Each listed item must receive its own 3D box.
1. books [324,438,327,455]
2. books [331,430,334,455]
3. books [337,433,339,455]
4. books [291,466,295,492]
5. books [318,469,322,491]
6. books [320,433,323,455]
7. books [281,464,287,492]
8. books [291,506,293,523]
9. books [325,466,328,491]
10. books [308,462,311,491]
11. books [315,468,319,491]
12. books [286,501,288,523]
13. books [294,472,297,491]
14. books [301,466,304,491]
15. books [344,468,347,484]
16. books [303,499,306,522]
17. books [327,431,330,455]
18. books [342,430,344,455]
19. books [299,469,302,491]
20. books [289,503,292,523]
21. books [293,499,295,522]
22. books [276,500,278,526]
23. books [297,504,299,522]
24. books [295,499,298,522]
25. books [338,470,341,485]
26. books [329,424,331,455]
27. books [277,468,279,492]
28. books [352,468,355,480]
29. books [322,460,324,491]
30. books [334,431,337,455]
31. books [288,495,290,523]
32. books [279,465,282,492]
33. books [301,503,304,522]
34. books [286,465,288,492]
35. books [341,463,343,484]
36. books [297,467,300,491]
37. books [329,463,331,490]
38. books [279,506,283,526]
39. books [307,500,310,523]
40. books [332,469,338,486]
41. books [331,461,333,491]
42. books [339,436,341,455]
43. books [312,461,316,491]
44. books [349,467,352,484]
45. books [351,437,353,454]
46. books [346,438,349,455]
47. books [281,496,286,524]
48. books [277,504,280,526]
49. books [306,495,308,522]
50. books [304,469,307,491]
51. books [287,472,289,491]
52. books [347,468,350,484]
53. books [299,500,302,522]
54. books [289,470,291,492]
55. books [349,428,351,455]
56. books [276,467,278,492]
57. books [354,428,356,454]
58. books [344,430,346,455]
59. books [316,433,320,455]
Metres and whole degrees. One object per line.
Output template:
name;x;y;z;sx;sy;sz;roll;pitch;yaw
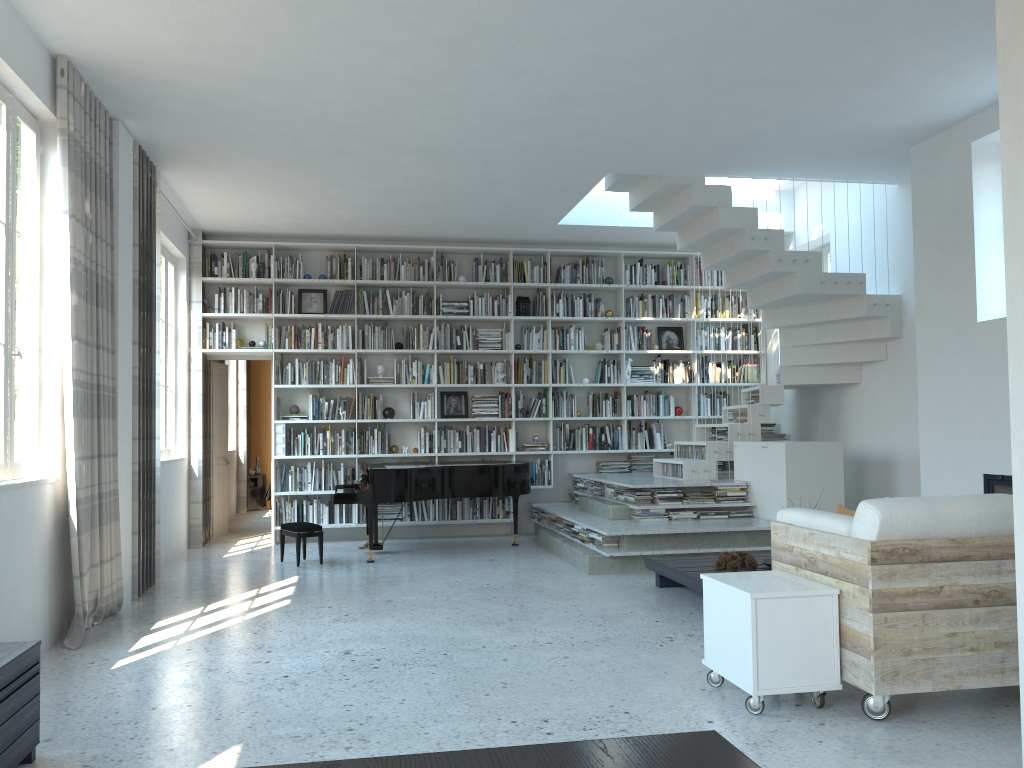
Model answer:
books;-1.974;0.660;9.390;0.029;0.181;0.190;0;-3;-11
books;-1.903;0.620;9.404;0.028;0.260;0.181;0;-3;-11
books;-1.852;0.637;9.433;0.025;0.229;0.153;0;-3;-11
books;-2.300;0.992;9.322;0.029;0.266;0.171;0;-3;-11
books;-2.032;1.012;9.385;0.028;0.224;0.134;0;-3;-11
books;-2.017;0.637;9.393;0.027;0.230;0.159;0;-3;-11
books;-2.395;0.983;9.300;0.052;0.283;0.172;0;-3;-11
books;-2.303;1.382;9.316;0.022;0.186;0.145;0;-3;-11
books;-1.967;0.998;9.403;0.029;0.254;0.153;0;-3;-11
books;-2.139;0.975;9.367;0.027;0.299;0.142;0;-2;-11
books;-2.061;1.006;9.384;0.031;0.238;0.132;0;-2;-11
books;-2.358;1.352;9.308;0.024;0.246;0.143;0;-3;-11
books;-2.276;1.026;9.347;0.025;0.200;0.137;0;-3;-11
books;-2.204;0.996;9.334;0.013;0.257;0.189;0;-3;-11
books;-1.769;1.011;9.445;0.030;0.227;0.140;0;-3;-11
books;-2.179;1.346;9.342;0.027;0.256;0.160;0;-3;-11
books;-1.950;0.624;9.406;0.026;0.254;0.176;0;-3;-11
books;-1.793;0.617;9.425;0.021;0.265;0.185;0;-3;-11
books;-2.224;1.013;9.327;0.028;0.223;0.189;0;-3;-11
books;-2.323;1.362;9.306;0.022;0.226;0.154;0;-3;-11
books;-2.283;1.343;9.302;0.013;0.261;0.174;0;-3;-11
books;-2.464;1.349;9.293;0.012;0.254;0.161;0;-3;-11
books;-2.246;1.372;9.329;0.022;0.205;0.158;0;-3;-11
books;-2.266;1.341;9.311;0.023;0.266;0.177;0;-3;-11
books;-1.834;1.023;9.433;0.030;0.203;0.142;0;-3;-11
books;-1.929;0.590;9.409;0.021;0.322;0.172;0;-2;-11
books;-2.446;1.006;9.297;0.029;0.239;0.154;0;-3;-11
books;-1.689;1.008;9.444;0.030;0.230;0.151;0;-3;-11
books;-1.995;0.961;9.372;0.014;0.325;0.170;0;-2;-11
books;-1.876;0.626;9.414;0.028;0.249;0.159;0;-3;-11
books;-2.340;1.316;9.310;0.011;0.318;0.157;0;-2;-11
books;-2.424;0.986;9.286;0.011;0.277;0.189;0;-3;-11
books;-2.202;1.364;9.331;0.022;0.221;0.163;0;-3;-11
books;-2.368;0.989;9.325;0.010;0.273;0.150;0;-2;-11
books;-1.806;0.980;9.431;0.025;0.287;0.130;0;-2;-11
books;-2.254;1.002;9.356;0.022;0.248;0.134;0;-2;-11
books;-1.927;0.979;9.401;0.022;0.290;0.137;0;-2;-11
books;-2.416;1.379;9.274;0.029;0.190;0.176;0;-3;-11
books;-2.143;1.352;9.355;0.022;0.246;0.135;0;-2;-11
books;-1.874;1.016;9.407;0.059;0.216;0.177;0;-3;-11
books;-1.909;0.973;9.400;0.013;0.301;0.172;0;-3;-11
books;-1.829;0.654;9.439;0.023;0.194;0.140;0;-3;-11
books;-2.092;0.970;9.358;0.039;0.307;0.172;0;-3;-11
books;-1.718;1.006;9.448;0.026;0.235;0.140;0;-3;-11
books;-1.710;0.658;9.471;0.023;0.187;0.130;0;-3;-11
books;-1.753;0.660;9.450;0.041;0.181;0.141;0;-3;-11
books;-2.391;1.328;9.296;0.044;0.293;0.181;0;-3;-11
books;-2.447;1.368;9.296;0.023;0.216;0.158;0;-3;-11
books;-2.157;1.324;9.332;0.013;0.300;0.184;0;-3;-11
books;-2.176;1.010;9.347;0.028;0.229;0.157;0;-3;-11
books;-2.350;1.027;9.327;0.024;0.197;0.148;0;-3;-11
books;-1.735;1.008;9.408;0.023;0.228;0.190;0;-3;-11
books;-2.226;1.349;9.338;0.022;0.252;0.139;0;-2;-11
books;-2.324;1.014;9.310;0.022;0.220;0.187;0;-3;-11
books;-1.723;0.607;9.438;0.014;0.286;0.179;0;-3;-11
books;-2.469;1.000;9.307;0.012;0.254;0.161;0;-3;-11
books;-1.677;0.611;9.475;0.024;0.280;0.136;0;-2;-11
books;-1.780;0.621;9.447;0.013;0.260;0.142;0;-2;-11
books;-2.056;0.638;9.403;0.045;0.230;0.138;0;-3;-11
